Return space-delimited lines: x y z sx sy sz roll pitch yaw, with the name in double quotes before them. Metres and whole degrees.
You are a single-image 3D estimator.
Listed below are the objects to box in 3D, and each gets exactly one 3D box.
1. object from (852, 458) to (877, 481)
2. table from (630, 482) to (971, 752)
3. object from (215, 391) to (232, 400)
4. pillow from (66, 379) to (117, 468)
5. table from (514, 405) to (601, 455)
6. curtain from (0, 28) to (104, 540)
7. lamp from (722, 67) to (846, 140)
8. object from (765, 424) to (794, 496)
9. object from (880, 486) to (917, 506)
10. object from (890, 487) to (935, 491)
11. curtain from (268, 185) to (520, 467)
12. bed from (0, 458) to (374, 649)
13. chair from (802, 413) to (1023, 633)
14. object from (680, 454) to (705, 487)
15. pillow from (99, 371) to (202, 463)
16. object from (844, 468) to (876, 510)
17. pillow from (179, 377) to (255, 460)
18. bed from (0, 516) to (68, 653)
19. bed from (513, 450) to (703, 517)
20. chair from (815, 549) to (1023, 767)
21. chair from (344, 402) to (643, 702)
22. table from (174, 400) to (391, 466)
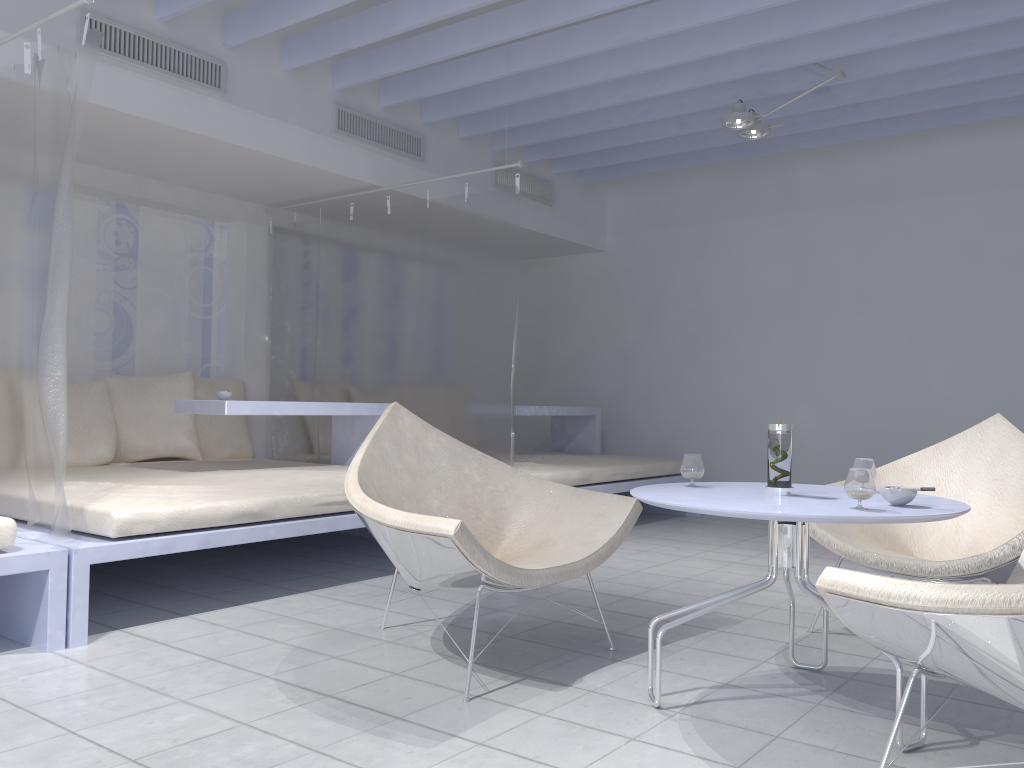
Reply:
"object" 0.975 0.252 2.457 0.068 0.091 0.068 0 -1 27
"table" 0.716 0.556 2.283 0.825 0.534 0.823 1 -1 14
"object" -1.404 0.058 4.316 0.082 0.043 0.082 1 -1 -2
"pillow" -2.280 0.188 4.512 0.307 0.482 0.528 0 -2 42
"table" 0.180 0.381 6.342 0.416 0.450 1.065 0 -2 37
"curtain" -2.070 -0.313 3.251 2.050 1.552 0.151 0 -2 37
"lamp" 1.413 -1.458 4.587 0.587 0.218 0.380 0 -2 37
"object" 0.704 0.198 2.333 0.075 0.185 0.075 1 -1 0
"object" 0.918 0.267 2.107 0.082 0.043 0.082 0 -2 38
"object" 0.941 0.247 2.085 0.098 0.016 0.012 0 -2 37
"curtain" -0.768 -0.227 5.048 1.998 1.559 0.125 0 -2 35
"bed" -1.461 0.612 4.145 2.016 0.427 2.200 0 -2 37
"chair" 1.489 0.474 2.981 0.753 0.759 0.906 2 -2 -38
"object" 0.511 0.245 2.515 0.068 0.091 0.068 0 -1 27
"pillow" -2.020 0.179 4.950 0.537 0.527 0.233 2 -2 -33
"object" 0.792 0.239 2.018 0.068 0.091 0.068 0 -1 27
"pillow" -1.781 0.215 5.309 0.230 0.521 0.524 0 -2 35
"bed" -2.802 0.549 2.390 2.022 0.422 2.200 0 -2 37
"bed" -0.132 0.677 5.912 2.016 0.427 2.200 0 -2 37
"chair" 1.122 0.435 1.573 0.906 0.759 0.753 2 -2 -36
"chair" -0.148 0.437 2.735 0.753 0.759 0.906 0 -2 41
"table" -1.149 0.316 4.575 0.416 0.450 1.065 0 -2 37
